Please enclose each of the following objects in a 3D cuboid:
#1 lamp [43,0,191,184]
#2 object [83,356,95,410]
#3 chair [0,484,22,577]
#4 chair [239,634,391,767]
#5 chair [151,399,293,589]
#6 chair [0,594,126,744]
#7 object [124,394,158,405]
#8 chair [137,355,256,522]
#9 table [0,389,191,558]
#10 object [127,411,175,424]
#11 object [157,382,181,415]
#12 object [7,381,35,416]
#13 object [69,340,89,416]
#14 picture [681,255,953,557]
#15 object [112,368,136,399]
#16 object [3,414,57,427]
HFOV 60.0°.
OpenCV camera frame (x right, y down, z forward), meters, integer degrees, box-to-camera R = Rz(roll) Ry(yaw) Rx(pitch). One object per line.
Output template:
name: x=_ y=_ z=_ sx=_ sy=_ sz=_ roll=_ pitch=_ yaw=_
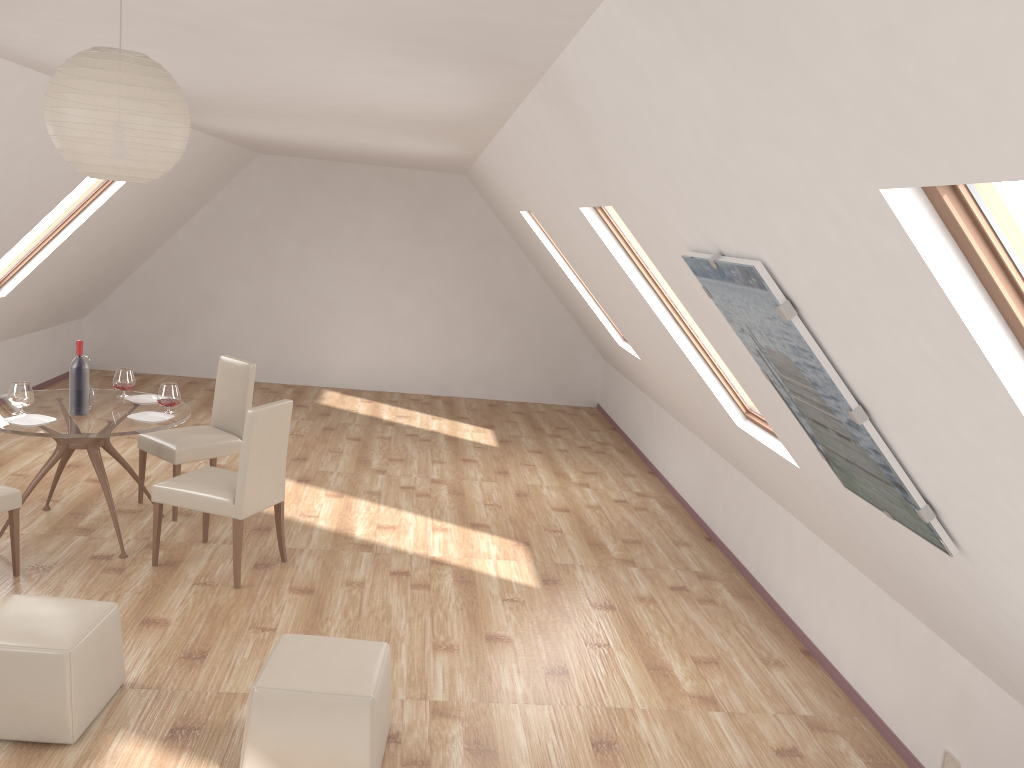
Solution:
lamp: x=-0.984 y=-0.763 z=2.225 sx=0.340 sy=0.497 sz=0.340 roll=12 pitch=12 yaw=33
object: x=-2.535 y=-0.010 z=5.262 sx=0.086 sy=0.322 sz=0.096 roll=-4 pitch=14 yaw=-42
chair: x=-2.909 y=0.541 z=4.463 sx=0.477 sy=0.999 sz=0.618 roll=9 pitch=11 yaw=21
chair: x=-0.733 y=1.242 z=3.424 sx=0.506 sy=0.394 sz=0.506 roll=5 pitch=10 yaw=-1
chair: x=-1.638 y=0.556 z=5.059 sx=0.618 sy=0.999 sz=0.477 roll=9 pitch=11 yaw=18
chair: x=-1.886 y=1.110 z=3.540 sx=0.506 sy=0.394 sz=0.506 roll=5 pitch=10 yaw=-2
object: x=-2.317 y=0.102 z=5.615 sx=0.228 sy=0.020 sz=0.228 roll=14 pitch=13 yaw=38
chair: x=-2.125 y=0.337 z=6.018 sx=0.477 sy=0.999 sz=0.618 roll=13 pitch=13 yaw=38
table: x=-2.588 y=0.526 z=5.356 sx=1.198 sy=0.770 sz=1.198 roll=8 pitch=10 yaw=14
object: x=-2.111 y=0.199 z=5.188 sx=0.228 sy=0.020 sz=0.228 roll=8 pitch=11 yaw=16
object: x=-2.075 y=0.088 z=5.363 sx=0.136 sy=0.183 sz=0.136 roll=0 pitch=11 yaw=-27
object: x=-2.783 y=0.081 z=5.026 sx=0.136 sy=0.183 sz=0.136 roll=9 pitch=11 yaw=20
object: x=-2.492 y=-0.036 z=5.107 sx=0.109 sy=0.435 sz=0.109 roll=4 pitch=10 yaw=-10
picture: x=0.881 y=0.030 z=2.656 sx=0.683 sy=0.738 sz=0.650 roll=4 pitch=10 yaw=-6
object: x=-2.480 y=-0.006 z=5.671 sx=0.136 sy=0.183 sz=0.136 roll=0 pitch=11 yaw=-27
object: x=-2.645 y=0.205 z=4.868 sx=0.228 sy=0.020 sz=0.228 roll=9 pitch=11 yaw=19
